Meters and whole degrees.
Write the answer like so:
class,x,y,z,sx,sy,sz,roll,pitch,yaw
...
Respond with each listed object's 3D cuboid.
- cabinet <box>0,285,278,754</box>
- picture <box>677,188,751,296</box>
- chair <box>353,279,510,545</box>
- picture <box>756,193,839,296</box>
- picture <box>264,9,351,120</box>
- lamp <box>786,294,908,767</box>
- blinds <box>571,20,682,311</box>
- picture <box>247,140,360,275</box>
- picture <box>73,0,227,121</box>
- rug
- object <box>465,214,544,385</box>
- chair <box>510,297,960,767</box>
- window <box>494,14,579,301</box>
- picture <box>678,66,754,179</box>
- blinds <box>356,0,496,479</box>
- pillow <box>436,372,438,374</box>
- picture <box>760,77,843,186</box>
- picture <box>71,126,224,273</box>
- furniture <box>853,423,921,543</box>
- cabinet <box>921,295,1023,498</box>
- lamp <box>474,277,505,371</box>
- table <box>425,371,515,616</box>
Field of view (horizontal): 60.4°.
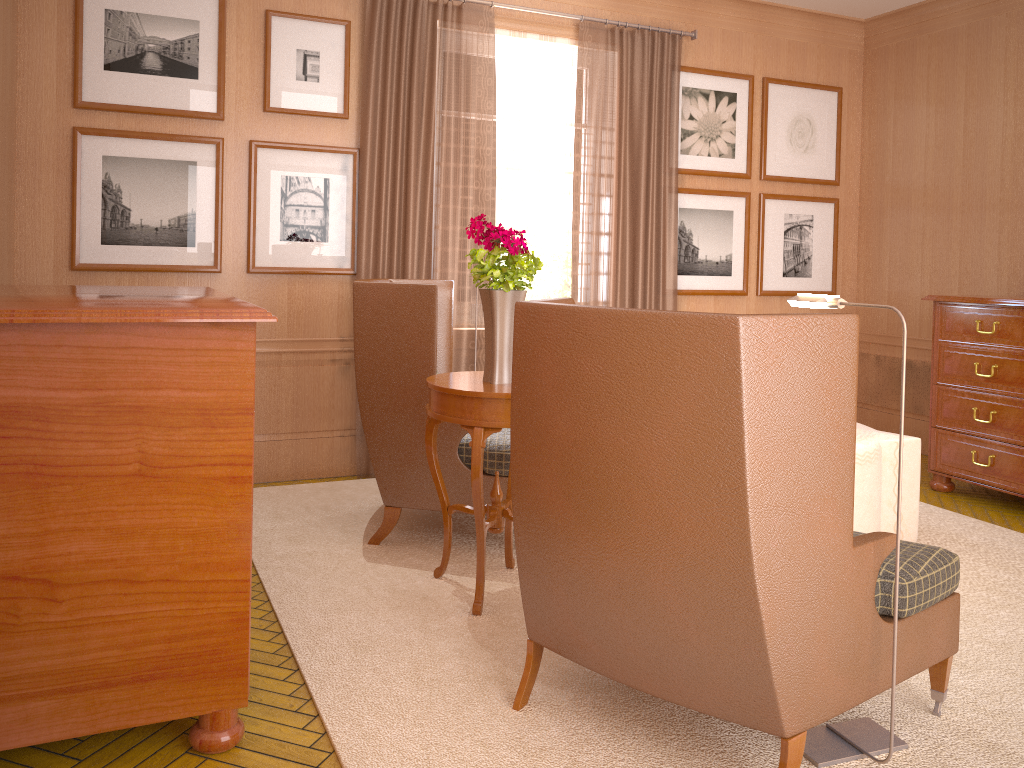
class,x,y,z,sx,sy,sz,roll,pitch,yaw
cabinet,-2.251,0.480,4.818,1.416,1.935,2.788,0,6,-24
picture,2.293,-1.670,10.395,1.249,1.246,0.048,-1,2,-24
chair,-0.433,0.148,7.247,1.720,1.968,1.923,1,4,1
picture,3.575,-1.719,10.972,1.249,1.246,0.048,-1,2,-24
picture,-1.955,-3.051,8.439,0.805,0.956,0.048,0,2,-24
lamp,1.480,0.614,4.034,0.631,2.027,0.564,3,2,36
blinds,1.266,-1.570,9.818,1.447,4.779,0.267,1,1,-26
picture,-1.988,-1.678,8.463,1.049,1.246,0.048,0,2,-24
picture,-3.215,-3.033,7.871,1.249,1.246,0.048,-1,2,-24
rug,1.709,1.421,5.644,5.996,0.020,8.022,-2,9,-24
object,-0.053,-0.559,5.723,0.524,1.086,0.458,0,2,-26
chair,0.924,0.597,4.269,1.918,1.968,1.724,5,6,41
window,0.018,-2.265,9.818,2.433,3.371,0.850,0,2,-24
picture,2.327,-3.073,10.370,1.249,1.246,0.048,-1,2,-24
blinds,-0.852,-1.483,8.863,1.427,4.789,0.267,1,1,-23
pillow,-0.866,-0.025,7.254,0.538,0.704,1.082,1,6,1
picture,3.609,-3.123,10.947,1.249,1.246,0.048,-1,2,-24
picture,-3.249,-1.630,7.896,1.249,1.246,0.048,-1,2,-24
furniture,1.995,0.744,7.231,1.950,0.896,1.966,-2,8,-27
cabinet,5.268,0.242,7.836,1.416,1.935,2.788,0,6,-24
lamp,-0.153,0.016,8.057,0.631,2.022,0.564,2,2,28
table,-0.107,0.666,5.760,0.925,1.368,1.045,0,4,-17
